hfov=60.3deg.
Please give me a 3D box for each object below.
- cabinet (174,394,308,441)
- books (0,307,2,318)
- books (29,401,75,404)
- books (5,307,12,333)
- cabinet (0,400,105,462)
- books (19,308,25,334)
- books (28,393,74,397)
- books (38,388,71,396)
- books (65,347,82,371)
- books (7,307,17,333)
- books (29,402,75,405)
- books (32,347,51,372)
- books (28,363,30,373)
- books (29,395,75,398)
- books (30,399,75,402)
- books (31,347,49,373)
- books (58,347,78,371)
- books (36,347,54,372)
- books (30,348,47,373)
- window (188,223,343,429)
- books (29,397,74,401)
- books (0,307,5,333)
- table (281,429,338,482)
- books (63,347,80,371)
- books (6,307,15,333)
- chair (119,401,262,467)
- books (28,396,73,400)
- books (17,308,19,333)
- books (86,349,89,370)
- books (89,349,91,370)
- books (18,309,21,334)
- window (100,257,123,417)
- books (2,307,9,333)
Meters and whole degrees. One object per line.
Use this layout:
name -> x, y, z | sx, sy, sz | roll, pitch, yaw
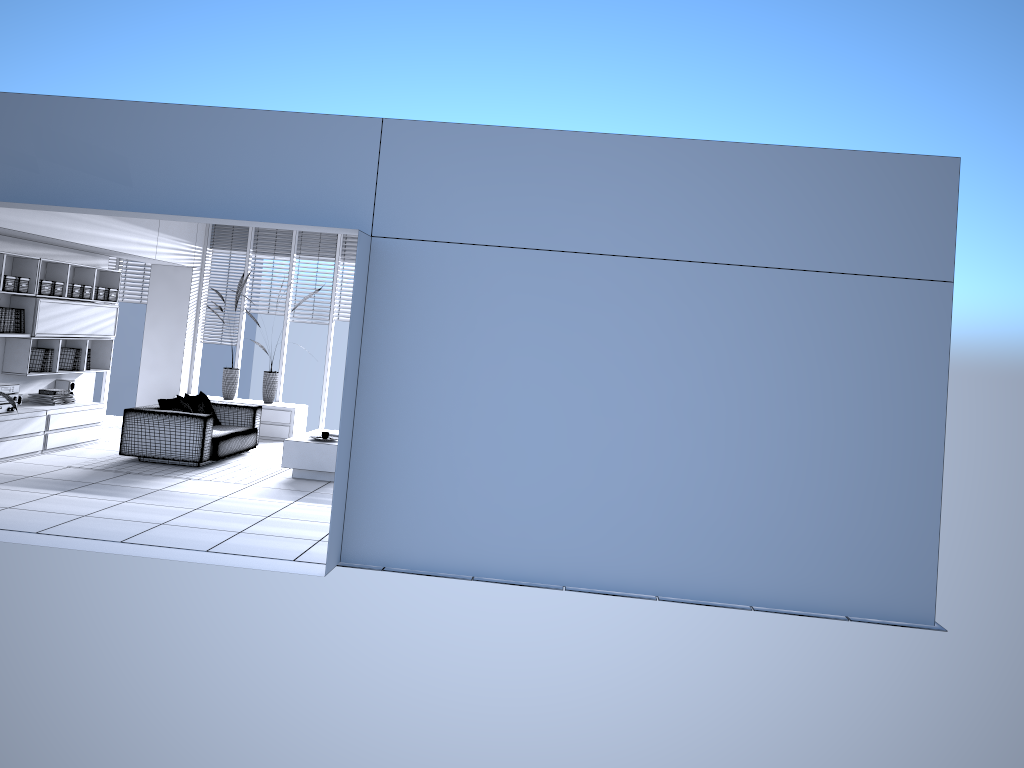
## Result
cabinet -> -3.714, 0.458, 12.049 | 1.676, 0.452, 0.595 | 5, 1, 4
books -> -5.236, -0.649, 8.833 | 0.207, 0.260, 0.050 | 5, -3, 5
books -> -5.130, 0.195, 9.824 | 0.285, 0.008, 0.414 | 5, 3, 5
books -> -5.226, -0.656, 8.989 | 0.207, 0.260, 0.050 | 5, -3, 4
cabinet -> -5.133, 0.475, 9.200 | 0.574, 0.451, 2.266 | 5, 3, 4
books -> -5.192, -0.664, 9.212 | 0.207, 0.259, 0.072 | 5, -3, 4
books -> -5.123, 0.117, 9.795 | 0.285, 0.008, 0.414 | 5, 3, 5
books -> -5.086, 0.090, 9.804 | 0.208, 0.050, 0.258 | 5, 3, 9
books -> -5.157, -0.293, 10.320 | 0.207, 0.260, 0.050 | 5, -3, 5
books -> -5.214, -0.660, 9.104 | 0.207, 0.261, 0.074 | 5, -3, 5
books -> -5.122, 0.205, 9.841 | 0.285, 0.008, 0.414 | 5, 3, 5
books -> -5.199, -0.267, 9.717 | 0.207, 0.260, 0.050 | 5, -3, 5
books -> -5.229, -0.250, 9.380 | 0.207, 0.261, 0.074 | 5, -3, 5
books -> -5.115, 0.127, 9.812 | 0.285, 0.008, 0.414 | 5, 3, 5
books -> -5.117, 0.176, 9.842 | 0.285, 0.008, 0.414 | 5, 3, 5
books -> -5.200, -0.263, 9.650 | 0.207, 0.261, 0.074 | 5, -3, 4
books -> -5.160, -0.288, 10.221 | 0.207, 0.261, 0.074 | 5, -3, 4
books -> -5.195, -0.269, 9.769 | 0.207, 0.260, 0.050 | 5, -3, 4
books -> -5.202, -0.262, 9.618 | 0.207, 0.261, 0.074 | 5, -3, 4
window -> -1.745, -0.694, 12.342 | 5.505, 3.143, 0.099 | 5, -3, 4
books -> -5.120, 0.156, 9.810 | 0.285, 0.008, 0.414 | 5, 3, 5
books -> -5.232, -0.651, 8.885 | 0.207, 0.260, 0.050 | 5, -3, 4
table -> -1.969, 0.764, 9.512 | 0.650, 0.390, 1.198 | 5, 2, 4
books -> -5.158, -0.289, 10.253 | 0.207, 0.261, 0.074 | 5, -3, 4
books -> -5.220, -0.658, 9.040 | 0.207, 0.260, 0.050 | 5, -3, 5
chair -> -3.497, 0.528, 9.850 | 0.960, 0.554, 1.646 | 5, 2, 4
books -> -5.128, 0.146, 9.794 | 0.285, 0.008, 0.414 | 5, 3, 5
books -> -5.211, -0.661, 9.136 | 0.207, 0.261, 0.074 | 5, -3, 4
books -> -5.150, -0.300, 10.521 | 0.207, 0.261, 0.074 | 5, -3, 5
books -> -5.147, -0.301, 10.552 | 0.207, 0.261, 0.074 | 5, -3, 4
books -> -5.205, -0.661, 9.168 | 0.207, 0.259, 0.072 | 5, -3, 5
window -> -6.038, -1.083, 12.696 | 0.689, 3.143, 0.099 | 5, -4, 4
books -> -5.223, -0.653, 8.936 | 0.207, 0.260, 0.050 | 5, -3, 5
